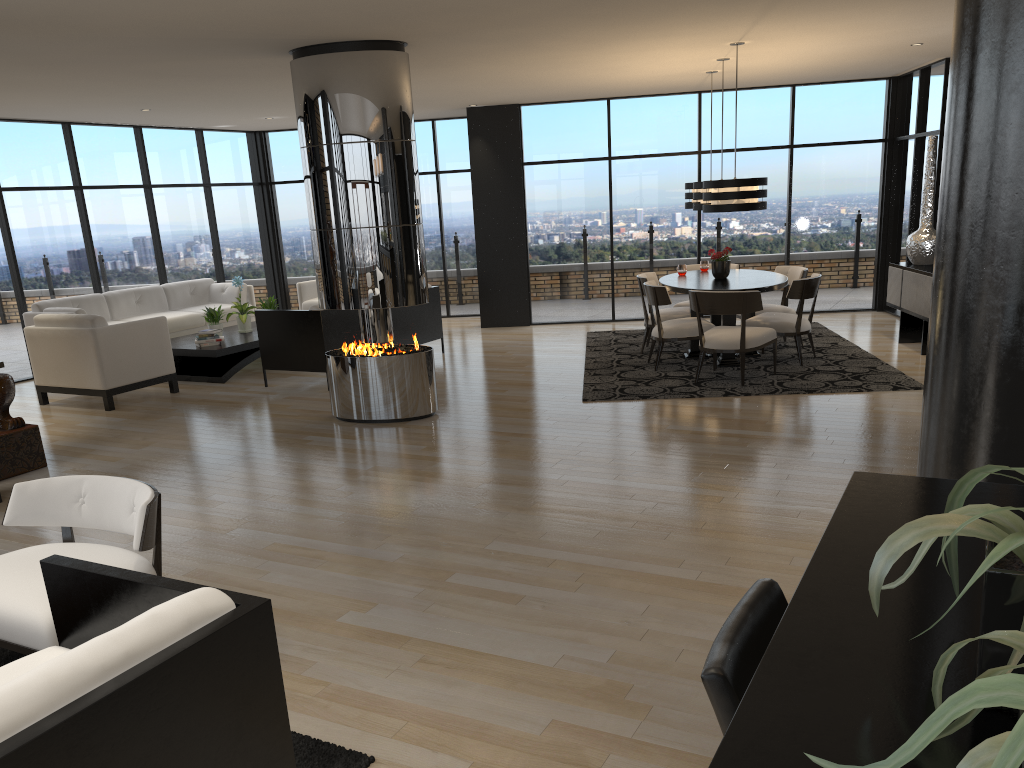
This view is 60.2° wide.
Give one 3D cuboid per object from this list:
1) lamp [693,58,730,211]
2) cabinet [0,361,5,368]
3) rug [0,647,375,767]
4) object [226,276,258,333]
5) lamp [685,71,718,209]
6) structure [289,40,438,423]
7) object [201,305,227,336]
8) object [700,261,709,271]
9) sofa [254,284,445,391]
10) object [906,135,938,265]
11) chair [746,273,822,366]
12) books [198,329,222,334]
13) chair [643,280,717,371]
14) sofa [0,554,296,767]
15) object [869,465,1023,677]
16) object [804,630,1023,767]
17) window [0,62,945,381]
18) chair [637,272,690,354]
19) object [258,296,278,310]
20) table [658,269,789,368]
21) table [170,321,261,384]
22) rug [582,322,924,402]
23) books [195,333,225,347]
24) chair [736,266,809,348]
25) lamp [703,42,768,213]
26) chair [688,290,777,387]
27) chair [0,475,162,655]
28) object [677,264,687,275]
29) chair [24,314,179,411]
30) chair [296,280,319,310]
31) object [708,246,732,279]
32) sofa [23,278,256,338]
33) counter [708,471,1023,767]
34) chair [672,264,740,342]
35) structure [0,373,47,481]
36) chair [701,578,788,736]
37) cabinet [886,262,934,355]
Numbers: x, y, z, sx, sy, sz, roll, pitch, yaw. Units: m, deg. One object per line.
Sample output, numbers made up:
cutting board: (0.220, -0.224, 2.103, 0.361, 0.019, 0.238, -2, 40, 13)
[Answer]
lamp: (1.971, -2.330, 8.272, 0.536, 1.362, 0.522, -2, 16, 5)
cabinet: (-5.451, -0.838, 6.836, 2.653, 2.809, 1.160, 5, 18, 28)
rug: (-2.243, 1.409, 2.054, 2.473, 0.012, 2.973, 3, 14, 29)
object: (-3.022, -0.898, 9.917, 0.351, 0.647, 0.366, -17, 20, -40)
lamp: (2.060, -2.515, 9.125, 0.536, 1.362, 0.522, -2, 16, 5)
structure: (-1.112, -1.090, 6.803, 0.892, 2.810, 0.572, 1, 17, 16)
object: (-3.241, -0.682, 9.615, 0.284, 0.379, 0.210, -5, 16, -8)
object: (2.053, -1.259, 9.415, 0.094, 0.108, 0.094, -11, 16, -27)
sofa: (-1.628, -0.555, 9.210, 0.835, 0.823, 1.991, 4, 15, 28)
object: (4.083, -1.794, 8.661, 0.343, 1.239, 0.335, 1, 17, 15)
chair: (2.539, -0.599, 8.235, 0.613, 0.826, 0.630, 7, 18, 33)
books: (-3.128, -0.545, 9.150, 0.184, 0.027, 0.151, 1, 13, 19)
chair: (1.554, -0.553, 8.298, 0.616, 0.826, 0.627, -4, 15, -1)
sofa: (-1.402, 1.047, 1.569, 0.835, 0.823, 1.991, 4, 15, 28)
object: (0.659, 0.215, 1.022, 0.402, 0.245, 0.392, -13, 16, -35)
object: (0.445, 0.298, 0.690, 0.393, 0.245, 0.401, -13, 16, -35)
window: (-1.924, -1.702, 4.832, 10.122, 4.903, 15.526, 0, 13, 15)
chair: (1.605, -0.730, 9.123, 0.616, 0.826, 0.627, 1, 15, 16)
object: (-2.836, -0.855, 10.317, 0.284, 0.379, 0.209, -2, 16, 7)
table: (2.064, -0.654, 8.717, 1.209, 0.788, 2.056, -2, 13, 8)
table: (-3.034, -0.402, 10.001, 1.260, 0.360, 1.991, 3, 14, 28)
rug: (2.106, -0.295, 8.886, 2.717, 0.011, 3.635, -2, 12, 6)
books: (-3.141, -0.469, 9.170, 0.306, 0.129, 0.219, -9, 14, -22)
chair: (2.654, -0.765, 8.989, 0.615, 0.826, 0.628, -5, 15, -8)
lamp: (1.881, -2.144, 7.419, 0.536, 1.362, 0.522, -2, 16, 5)
chair: (1.879, -0.421, 7.582, 0.639, 0.826, 0.604, 7, 18, 34)
chair: (-1.679, 0.763, 3.312, 0.802, 0.691, 0.670, 4, 16, 28)
object: (1.757, -1.178, 9.116, 0.095, 0.108, 0.093, 1, 15, 17)
chair: (-3.902, -0.281, 8.429, 0.998, 0.877, 0.837, 4, 16, 28)
chair: (-2.148, -1.050, 11.571, 0.998, 0.877, 0.837, 4, 16, 28)
object: (2.018, -1.177, 8.570, 0.229, 0.305, 0.232, -1, 15, 8)
sofa: (-4.314, -0.719, 10.616, 0.852, 0.876, 2.641, 4, 15, 28)
counter: (0.489, 0.537, 0.218, 1.176, 0.032, 3.052, 3, 14, 28)
chair: (2.147, -0.890, 9.723, 0.641, 0.826, 0.603, 4, 17, 26)
structure: (-3.783, -0.157, 5.996, 0.729, 1.633, 0.506, 5, 18, 27)
chair: (0.602, 0.866, 1.474, 0.517, 0.987, 0.465, 5, 18, 27)
cabinet: (4.127, -0.665, 8.199, 0.610, 0.785, 2.185, -2, 13, 6)
